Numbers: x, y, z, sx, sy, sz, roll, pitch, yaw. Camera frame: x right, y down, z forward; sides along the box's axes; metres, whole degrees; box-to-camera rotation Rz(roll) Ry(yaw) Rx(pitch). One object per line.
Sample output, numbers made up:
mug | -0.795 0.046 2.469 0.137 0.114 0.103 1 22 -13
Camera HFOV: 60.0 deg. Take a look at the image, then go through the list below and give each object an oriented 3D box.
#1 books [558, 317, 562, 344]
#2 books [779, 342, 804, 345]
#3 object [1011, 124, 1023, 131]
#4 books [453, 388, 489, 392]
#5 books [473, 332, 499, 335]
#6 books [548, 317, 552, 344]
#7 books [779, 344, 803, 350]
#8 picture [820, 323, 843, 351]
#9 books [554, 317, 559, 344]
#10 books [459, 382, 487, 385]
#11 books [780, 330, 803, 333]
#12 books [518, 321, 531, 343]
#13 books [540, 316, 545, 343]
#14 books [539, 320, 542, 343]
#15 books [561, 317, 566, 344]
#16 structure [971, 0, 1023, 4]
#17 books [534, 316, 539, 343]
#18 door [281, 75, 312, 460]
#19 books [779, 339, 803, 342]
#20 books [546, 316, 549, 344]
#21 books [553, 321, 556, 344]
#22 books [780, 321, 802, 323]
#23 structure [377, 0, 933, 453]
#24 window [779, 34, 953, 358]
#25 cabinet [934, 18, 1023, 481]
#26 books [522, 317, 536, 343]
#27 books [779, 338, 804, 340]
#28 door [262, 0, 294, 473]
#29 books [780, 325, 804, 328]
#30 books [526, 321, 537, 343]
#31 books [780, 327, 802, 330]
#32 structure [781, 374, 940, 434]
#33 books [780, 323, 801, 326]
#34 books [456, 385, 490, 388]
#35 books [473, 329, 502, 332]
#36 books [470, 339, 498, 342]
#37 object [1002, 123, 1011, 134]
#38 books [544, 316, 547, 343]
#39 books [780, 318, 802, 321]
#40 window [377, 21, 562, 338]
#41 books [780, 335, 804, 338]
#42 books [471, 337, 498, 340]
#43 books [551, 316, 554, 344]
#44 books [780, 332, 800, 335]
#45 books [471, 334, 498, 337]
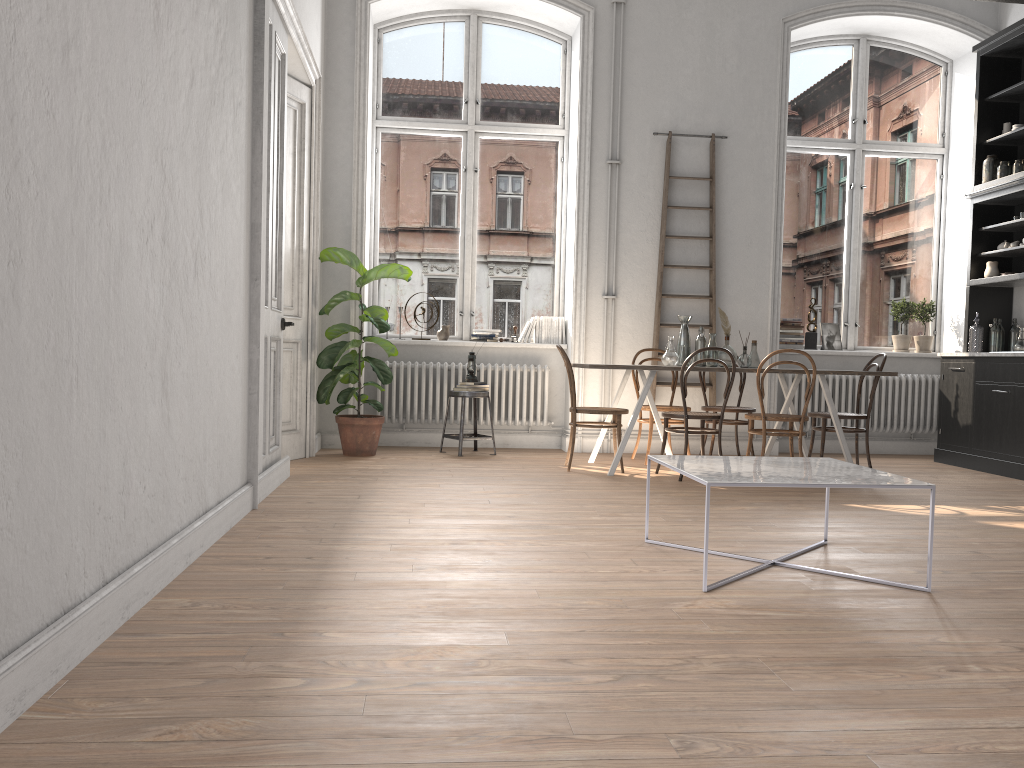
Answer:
books | 0.425 -0.484 8.040 0.024 0.243 0.175 1 2 -6
books | 2.545 -0.376 8.223 0.249 0.023 0.175 1 2 -10
object | 4.213 -2.105 7.384 0.096 0.095 0.096 3 2 29
books | -0.340 0.044 7.419 0.194 0.034 0.246 3 2 35
books | -0.238 -0.453 7.948 0.205 0.020 0.155 1 2 -16
books | 0.332 -0.487 8.051 0.024 0.243 0.175 1 2 -6
books | 2.543 -0.344 8.226 0.248 0.043 0.192 1 2 -6
picture | 2.970 -0.439 8.321 0.221 0.264 0.148 1 2 -22
books | 0.398 -0.485 8.057 0.024 0.243 0.175 1 2 -6
books | -0.325 -0.005 7.422 0.147 0.027 0.221 2 2 27
books | 2.564 -0.488 8.238 0.222 0.024 0.158 1 2 -6
books | 0.111 -0.468 8.013 0.105 0.194 0.155 1 2 -7
books | 0.272 -0.487 8.014 0.024 0.243 0.175 1 2 -6
books | 0.249 -0.469 8.023 0.020 0.205 0.155 1 2 -6
books | 0.457 -0.483 8.041 0.040 0.244 0.174 1 2 -6
structure | 1.955 -2.244 1.811 5.927 1.213 4.156 1 2 -6
books | 0.221 -0.489 8.040 0.024 0.243 0.175 1 2 -6
door | -1.716 -0.830 6.280 0.216 2.815 1.096 2 2 19
books | 2.546 -0.399 8.223 0.249 0.023 0.175 1 2 -5
books | 0.311 -0.487 8.044 0.019 0.244 0.174 1 2 -6
books | 0.377 -0.466 8.035 0.020 0.205 0.155 1 2 -6
books | 2.563 -0.573 8.230 0.205 0.020 0.155 1 2 -6
structure | 1.429 -1.623 7.844 5.182 4.475 0.340 1 2 -5
window | 9.344 -6.068 11.843 14.385 15.940 26.389 1 2 -6
cabinet | 4.171 -1.052 6.078 0.635 3.584 3.249 1 2 -6
books | 0.151 -0.487 8.011 0.100 0.235 0.174 1 2 -6
books | 2.555 -0.419 8.238 0.255 0.014 0.192 1 2 -2
door | -1.438 -0.788 5.141 0.216 2.815 1.096 1 2 -4
books | 2.557 -0.530 8.231 0.244 0.019 0.174 1 2 -6
books | 0.175 -0.470 8.016 0.072 0.203 0.155 1 2 -6
books | 2.561 -0.509 8.232 0.205 0.022 0.155 1 2 -11
structure | 3.211 0.170 8.165 1.577 0.552 0.194 1 2 -6
books | 2.549 -0.552 8.229 0.231 0.023 0.162 2 2 10
books | -0.327 0.018 7.422 0.232 0.029 0.162 0 2 -35
books | -0.220 -0.478 7.969 0.244 0.019 0.174 2 2 4
books | -0.252 -0.388 7.966 0.221 0.023 0.147 3 2 43
object | 4.179 -2.128 7.488 0.059 0.135 0.082 2 2 22
books | 0.293 -0.487 8.025 0.019 0.244 0.174 1 2 -6
books | 2.557 -0.595 8.238 0.201 0.024 0.159 1 2 -16
window | -0.383 -1.854 8.069 1.622 2.844 0.013 1 2 -6
books | 2.554 -0.440 8.238 0.245 0.028 0.193 1 2 -11
books | -0.245 -0.411 7.963 0.205 0.022 0.155 2 2 14
books | 0.355 -0.486 8.031 0.019 0.244 0.174 1 2 -6
books | 2.560 -0.464 8.233 0.205 0.022 0.155 2 2 9
books | -0.242 -0.433 7.961 0.221 0.023 0.147 2 2 10
